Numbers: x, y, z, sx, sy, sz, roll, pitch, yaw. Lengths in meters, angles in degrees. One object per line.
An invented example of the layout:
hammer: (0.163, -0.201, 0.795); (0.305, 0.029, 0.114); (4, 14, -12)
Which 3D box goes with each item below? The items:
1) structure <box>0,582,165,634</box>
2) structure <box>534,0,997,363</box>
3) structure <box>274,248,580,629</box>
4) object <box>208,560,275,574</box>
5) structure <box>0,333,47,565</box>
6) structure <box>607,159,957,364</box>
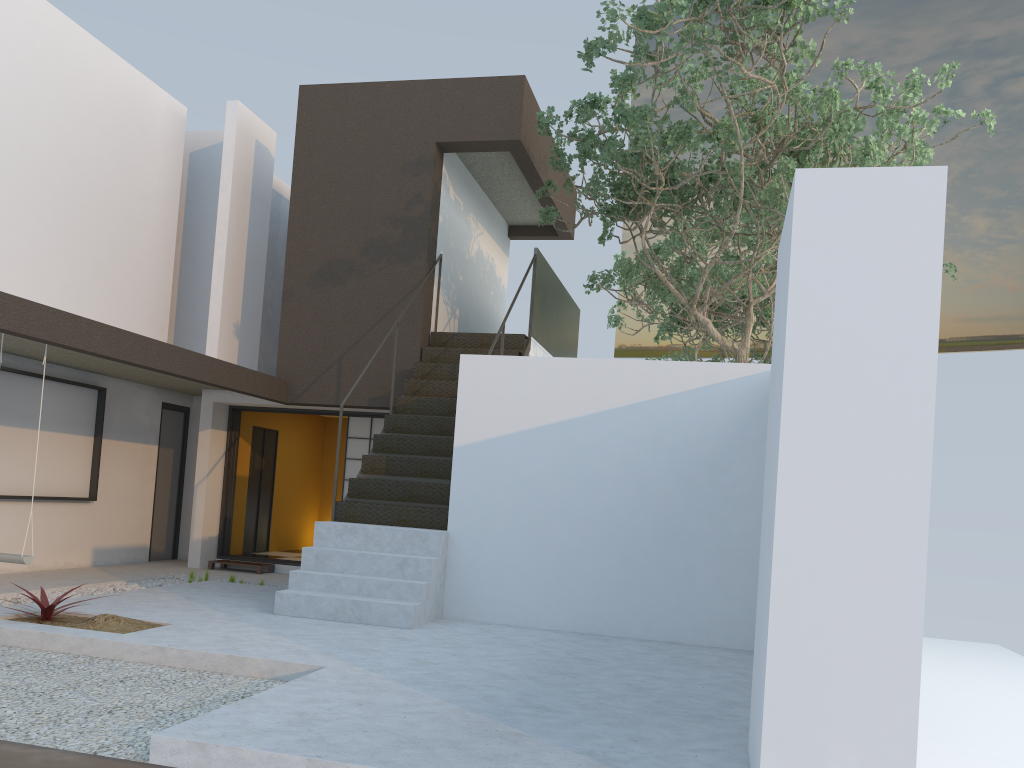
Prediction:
structure: (-2.991, 1.557, 6.057); (1.202, 0.290, 0.752); (2, -7, 14)
structure: (2.353, -1.711, 9.021); (4.338, 3.684, 5.777); (5, -6, -6)
structure: (-0.430, 0.356, 10.097); (1.157, 3.926, 6.599); (3, -6, 14)
object: (-3.305, 2.234, 10.791); (0.702, 0.100, 0.352); (2, -7, 14)
structure: (-3.933, 0.476, 6.985); (0.461, 1.860, 0.129); (3, -2, 14)
structure: (4.446, -0.859, 15.290); (5.513, 4.682, 7.342); (5, -6, -6)
